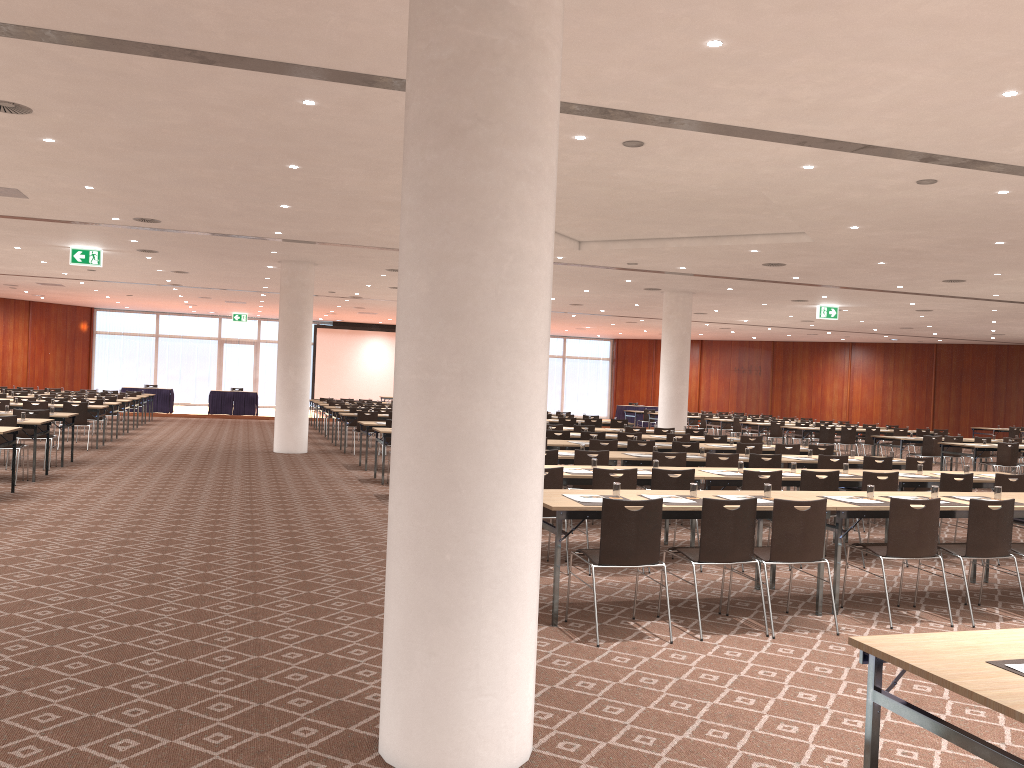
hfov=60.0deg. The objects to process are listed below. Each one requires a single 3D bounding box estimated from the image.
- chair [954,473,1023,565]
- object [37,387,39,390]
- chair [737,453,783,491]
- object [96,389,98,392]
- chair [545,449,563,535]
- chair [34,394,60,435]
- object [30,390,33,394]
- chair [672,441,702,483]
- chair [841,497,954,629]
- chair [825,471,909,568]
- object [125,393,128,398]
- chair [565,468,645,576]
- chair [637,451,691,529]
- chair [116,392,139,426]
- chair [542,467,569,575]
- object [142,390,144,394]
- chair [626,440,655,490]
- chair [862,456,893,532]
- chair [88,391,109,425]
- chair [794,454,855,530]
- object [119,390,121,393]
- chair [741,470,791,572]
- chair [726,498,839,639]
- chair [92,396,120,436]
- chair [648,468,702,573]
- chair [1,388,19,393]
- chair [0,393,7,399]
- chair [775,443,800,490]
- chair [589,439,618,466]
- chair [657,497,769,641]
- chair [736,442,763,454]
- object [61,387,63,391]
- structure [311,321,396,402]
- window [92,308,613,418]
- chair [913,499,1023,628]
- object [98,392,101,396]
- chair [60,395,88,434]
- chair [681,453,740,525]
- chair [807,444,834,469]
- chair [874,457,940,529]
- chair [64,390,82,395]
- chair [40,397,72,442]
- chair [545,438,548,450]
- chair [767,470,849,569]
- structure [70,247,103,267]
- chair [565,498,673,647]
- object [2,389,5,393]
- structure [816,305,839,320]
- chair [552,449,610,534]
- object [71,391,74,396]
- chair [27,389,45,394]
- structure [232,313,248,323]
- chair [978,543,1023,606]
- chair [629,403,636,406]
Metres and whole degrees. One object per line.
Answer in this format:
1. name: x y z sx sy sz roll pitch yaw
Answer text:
1. chair: 5.174 1.404 9.477 0.536 0.939 0.613 2 1 -19
2. object: -14.240 0.135 26.635 0.054 0.114 0.054 3 1 39
3. chair: 3.018 1.310 10.915 0.536 0.939 0.613 2 0 -14
4. object: -12.677 0.201 27.111 0.054 0.114 0.054 2 1 -28
5. chair: 0.250 1.193 10.081 0.536 0.939 0.613 2 0 -15
6. chair: -10.945 0.705 20.802 0.536 0.939 0.613 2 0 -17
7. object: -12.463 0.214 22.998 0.054 0.114 0.054 3 1 39
8. chair: 2.406 1.282 12.783 0.536 0.939 0.613 2 0 -18
9. chair: 2.943 1.311 6.760 0.536 0.939 0.613 2 0 -14
10. chair: 3.611 1.337 9.005 0.536 0.939 0.613 2 0 -18
11. object: -10.286 0.306 23.658 0.054 0.114 0.054 2 1 -28
12. chair: 0.864 1.221 8.141 0.536 0.939 0.613 2 0 -17
13. chair: 1.785 1.258 10.543 0.536 0.939 0.613 2 0 -15
14. chair: -10.851 0.705 25.068 0.536 0.939 0.613 2 1 -19
15. chair: 0.186 1.192 7.973 0.536 0.939 0.613 2 0 -15
16. object: -11.444 0.253 27.487 0.054 0.114 0.054 2 1 -28
17. chair: 1.753 1.255 12.666 0.536 0.939 0.613 2 1 -19
18. chair: 4.553 1.375 11.341 0.536 0.939 0.613 2 0 -16
19. chair: -11.538 0.676 24.715 0.536 0.939 0.613 2 1 -19
20. chair: 3.955 1.350 11.241 0.536 0.939 0.613 2 0 -15
21. object: -12.058 0.227 27.299 0.054 0.114 0.054 2 1 -28
22. chair: 2.310 1.282 8.577 0.536 0.939 0.613 2 1 -19
23. chair: 1.956 1.269 6.382 0.536 0.939 0.613 2 0 -17
24. chair: -9.706 0.758 21.237 0.536 0.939 0.613 2 1 -19
25. chair: 1.429 1.245 8.347 0.536 0.939 0.613 2 0 -16
26. chair: -13.682 0.585 24.215 0.536 0.939 0.613 2 0 -14
27. chair: -11.873 0.666 20.437 0.536 0.939 0.613 2 1 -19
28. chair: 4.033 1.351 13.353 0.536 0.939 0.613 2 1 -19
29. chair: 1.200 1.231 12.455 0.536 0.939 0.613 2 1 -19
30. chair: 1.427 1.247 6.259 0.536 0.939 0.613 2 1 -19
31. chair: 3.408 1.325 13.121 0.536 0.939 0.613 2 0 -17
32. object: -13.609 0.162 26.833 0.054 0.114 0.054 3 1 39
33. structure: -6.113 -0.886 38.887 5.159 3.526 0.395 2 1 -17
34. window: -6.184 -0.706 39.500 22.964 3.872 0.217 2 1 -17
35. chair: 3.588 1.338 6.910 0.536 0.939 0.613 2 0 -18
36. object: -10.912 0.280 23.460 0.054 0.114 0.054 2 1 -28
37. chair: -10.322 0.732 20.905 0.536 0.939 0.613 2 1 -20
38. chair: 2.442 1.286 10.705 0.536 0.939 0.613 2 0 -16
39. chair: 4.584 1.375 13.476 0.536 0.939 0.613 2 0 -15
40. chair: 5.171 1.402 11.564 0.536 0.939 0.613 2 1 -20
41. chair: -12.167 0.649 24.610 0.536 0.939 0.613 2 0 -16
42. chair: -9.806 0.755 19.118 0.536 0.939 0.613 2 1 -18
43. chair: 0.206 1.189 12.200 0.536 0.939 0.613 2 1 -19
44. chair: 2.960 1.310 8.853 0.536 0.939 0.613 2 0 -16
45. structure: -8.576 -2.554 17.867 0.587 0.346 0.105 2 1 -17
46. chair: 0.732 1.217 6.013 0.536 0.939 0.613 2 0 -17
47. object: -13.076 0.188 22.813 0.054 0.114 0.054 3 1 39
48. structure: 8.148 -1.845 22.909 0.587 0.346 0.105 2 1 -17
49. chair: 0.844 1.218 10.303 0.536 0.939 0.613 2 1 -19
50. object: -11.538 0.253 23.282 0.054 0.114 0.054 2 1 -28
51. chair: -13.009 0.614 24.271 0.536 0.939 0.613 2 0 -15
52. structure: -11.001 -2.675 35.867 0.587 0.346 0.105 2 1 -17
53. chair: 4.182 1.364 7.053 0.536 0.939 0.613 2 0 -15
54. chair: 5.051 1.245 36.507 0.536 0.939 0.613 2 0 -16
